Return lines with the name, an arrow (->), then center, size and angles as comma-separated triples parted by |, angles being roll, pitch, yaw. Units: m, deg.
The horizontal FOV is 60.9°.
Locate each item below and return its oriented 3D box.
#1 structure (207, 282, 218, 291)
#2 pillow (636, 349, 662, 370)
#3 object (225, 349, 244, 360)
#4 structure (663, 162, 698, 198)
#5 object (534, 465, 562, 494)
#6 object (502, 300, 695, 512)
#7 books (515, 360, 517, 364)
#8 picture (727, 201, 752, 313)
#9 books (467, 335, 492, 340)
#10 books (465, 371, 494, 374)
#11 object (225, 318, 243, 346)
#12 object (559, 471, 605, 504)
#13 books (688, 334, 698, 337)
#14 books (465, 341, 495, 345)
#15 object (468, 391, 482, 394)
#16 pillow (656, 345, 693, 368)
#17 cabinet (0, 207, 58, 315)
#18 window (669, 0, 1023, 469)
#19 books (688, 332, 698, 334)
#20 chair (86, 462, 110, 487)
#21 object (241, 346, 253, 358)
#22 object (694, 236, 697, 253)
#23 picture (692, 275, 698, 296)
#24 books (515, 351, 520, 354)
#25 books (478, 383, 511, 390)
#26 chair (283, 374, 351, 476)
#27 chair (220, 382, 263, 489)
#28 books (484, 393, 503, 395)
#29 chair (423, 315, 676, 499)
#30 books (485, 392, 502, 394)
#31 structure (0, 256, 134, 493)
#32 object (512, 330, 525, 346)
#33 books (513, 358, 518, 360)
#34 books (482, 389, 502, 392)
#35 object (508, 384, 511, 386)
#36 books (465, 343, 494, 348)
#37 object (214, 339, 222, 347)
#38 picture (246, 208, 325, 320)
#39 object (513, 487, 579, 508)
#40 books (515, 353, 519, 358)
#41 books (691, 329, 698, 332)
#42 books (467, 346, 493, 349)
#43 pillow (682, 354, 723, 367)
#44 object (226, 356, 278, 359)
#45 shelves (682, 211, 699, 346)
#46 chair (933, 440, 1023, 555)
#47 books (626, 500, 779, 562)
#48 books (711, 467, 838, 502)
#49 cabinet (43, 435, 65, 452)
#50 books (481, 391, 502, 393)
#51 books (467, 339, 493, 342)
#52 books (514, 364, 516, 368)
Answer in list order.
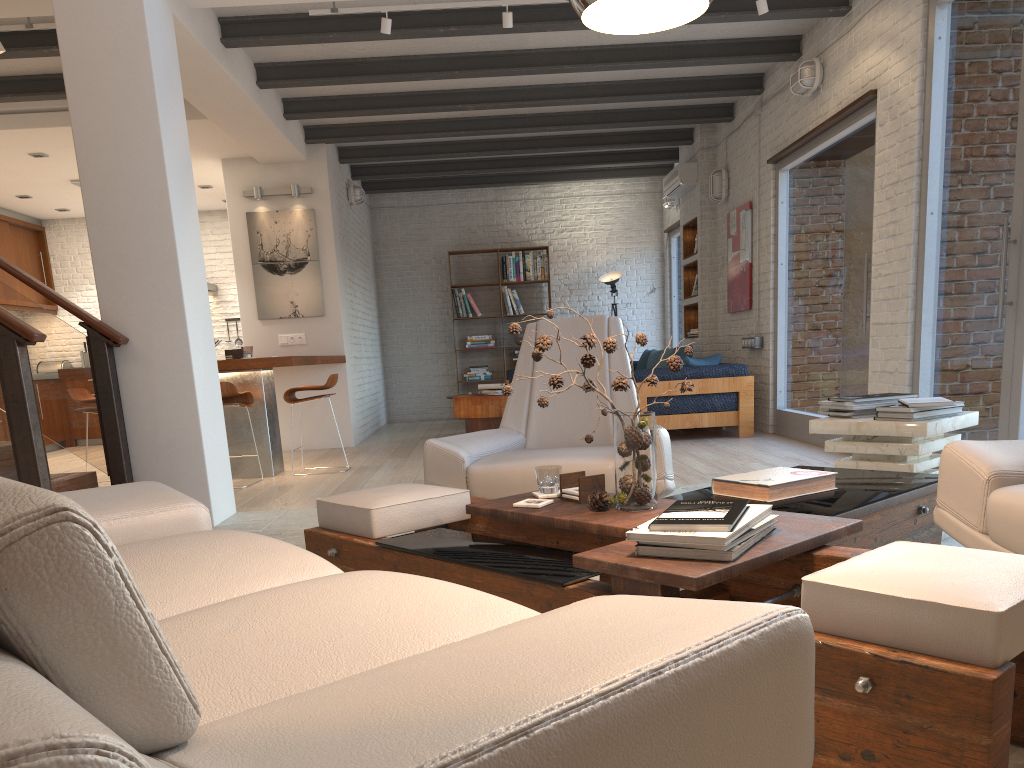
structure -> -4.278, -1.647, 10.828 | 0.985, 1.021, 0.443 | -3, 10, -1
pillow -> 1.676, -0.219, 10.585 | 0.243, 0.408, 1.081 | -4, 3, -3
object -> -2.178, -0.230, 6.838 | 0.114, 0.084, 0.092 | 2, 8, 43
structure -> 1.827, -2.205, 9.488 | 0.200, 0.224, 0.796 | -4, 3, -2
object -> 0.119, 0.313, 2.838 | 0.089, 0.087, 0.090 | -10, 9, -42
object -> 0.218, 0.068, 2.428 | 0.536, 0.624, 0.311 | -8, 11, -30
books -> 0.217, -0.307, 11.849 | 0.326, 0.057, 0.249 | -4, 3, -6
picture -> 2.178, -1.187, 8.371 | 0.019, 0.986, 0.723 | -4, 9, -2
books -> -0.431, -0.624, 11.787 | 0.326, 0.057, 0.249 | -3, 3, 1
books -> -0.450, -0.156, 11.876 | 0.379, 0.019, 0.239 | -4, 2, -9
object -> -3.375, -0.665, 11.235 | 0.669, 0.401, 0.136 | -3, 11, -1
object -> 0.221, 0.323, 2.737 | 0.093, 0.084, 0.113 | -7, 7, -29
books -> 2.077, -0.547, 9.826 | 0.162, 0.017, 0.246 | -3, 2, 9
books -> -0.432, -0.556, 11.784 | 0.379, 0.037, 0.239 | -4, 2, -8
object -> -0.371, 0.093, 10.109 | 0.300, 0.028, 0.067 | -4, 4, -23
pillow -> 1.703, -0.197, 9.260 | 0.254, 0.426, 1.183 | -4, 3, -2
cabinet -> -6.011, -1.405, 9.418 | 0.462, 1.189, 3.265 | -4, 3, -2
window -> 2.495, -2.714, 5.346 | 0.647, 6.557, 12.044 | -4, 4, -2
books -> 2.083, -0.574, 9.809 | 0.171, 0.019, 0.231 | -3, 2, 0
chair -> -3.254, 0.419, 6.968 | 0.423, 0.797, 0.392 | -4, 10, -1
object -> -2.052, -0.248, 6.764 | 0.091, 0.087, 0.088 | -2, 7, 13
object -> 2.057, -1.551, 9.582 | 0.112, 0.249, 0.210 | -2, 8, 6
picture -> 2.094, -1.114, 9.771 | 0.102, 0.251, 0.188 | -5, 9, -11
books -> 0.229, -0.442, 11.847 | 0.379, 0.037, 0.238 | -3, 2, -1
books -> -0.135, 0.047, 8.871 | 0.321, 0.112, 0.267 | -1, 4, 31
chair -> -1.554, 0.318, 7.001 | 0.423, 0.797, 0.392 | -4, 10, -1
chair -> -2.142, 0.372, 6.463 | 0.405, 0.796, 0.409 | -4, 10, -1
books -> -0.109, 0.094, 8.814 | 0.251, 0.011, 0.313 | -4, 2, -22
chair -> 0.221, 0.212, 3.856 | 1.028, 1.044, 0.945 | -1, 8, 15
books -> -0.113, 0.082, 8.827 | 0.250, 0.011, 0.314 | -5, 2, -32
structure -> -2.577, -1.278, 4.985 | 10.151, 4.247, 13.536 | -3, 3, -2
object -> 0.202, -0.622, 11.822 | 0.401, 0.207, 0.393 | 0, 6, 40
books -> 0.231, -0.347, 11.854 | 0.444, 0.021, 0.266 | -3, 2, -1
books -> -0.120, 0.062, 8.797 | 0.250, 0.011, 0.314 | -4, 2, -27
object -> 0.014, 0.055, 9.402 | 0.108, 0.111, 0.105 | -1, 8, 14
books -> -0.441, -0.518, 11.798 | 0.379, 0.037, 0.239 | -4, 2, -6
object -> -2.457, -0.284, 6.824 | 0.361, 0.228, 0.359 | -7, 6, -36
picture -> -2.213, -1.166, 8.530 | 0.655, 1.044, 0.019 | -3, 12, -1
object -> 0.107, 0.353, 2.765 | 0.268, 0.036, 0.245 | -5, 3, -29
books -> 0.236, -0.391, 11.862 | 0.379, 0.066, 0.239 | -4, 3, -7
books -> 2.083, -0.601, 9.810 | 0.132, 0.034, 0.201 | -3, 2, 9
books -> -0.431, -0.490, 11.811 | 0.355, 0.021, 0.266 | -3, 2, -1
pillow -> 1.644, -0.095, 7.957 | 0.555, 0.337, 0.373 | -7, 8, -41
object -> -2.047, -0.212, 6.805 | 0.395, 0.036, 0.193 | -3, 2, 3
shelves -> 2.084, -1.133, 9.717 | 0.192, 1.467, 0.745 | -4, 10, -2
chair -> 1.802, 0.181, 2.157 | 0.978, 1.026, 1.005 | -6, 8, -17
books -> 0.464, 0.337, 2.064 | 0.250, 0.076, 0.392 | -2, 3, 31
books -> 0.880, 0.334, 2.928 | 0.323, 0.058, 0.252 | -5, 3, -31
cabinet -> -4.724, -0.652, 9.982 | 4.715, 2.909, 2.239 | -7, 9, -36
books -> -0.119, 0.073, 8.807 | 0.250, 0.011, 0.314 | -5, 2, -32
books -> -0.437, -0.585, 11.797 | 0.355, 0.021, 0.266 | -3, 2, -3
books -> 0.247, -0.248, 11.874 | 0.378, 0.066, 0.239 | -4, 3, -14
